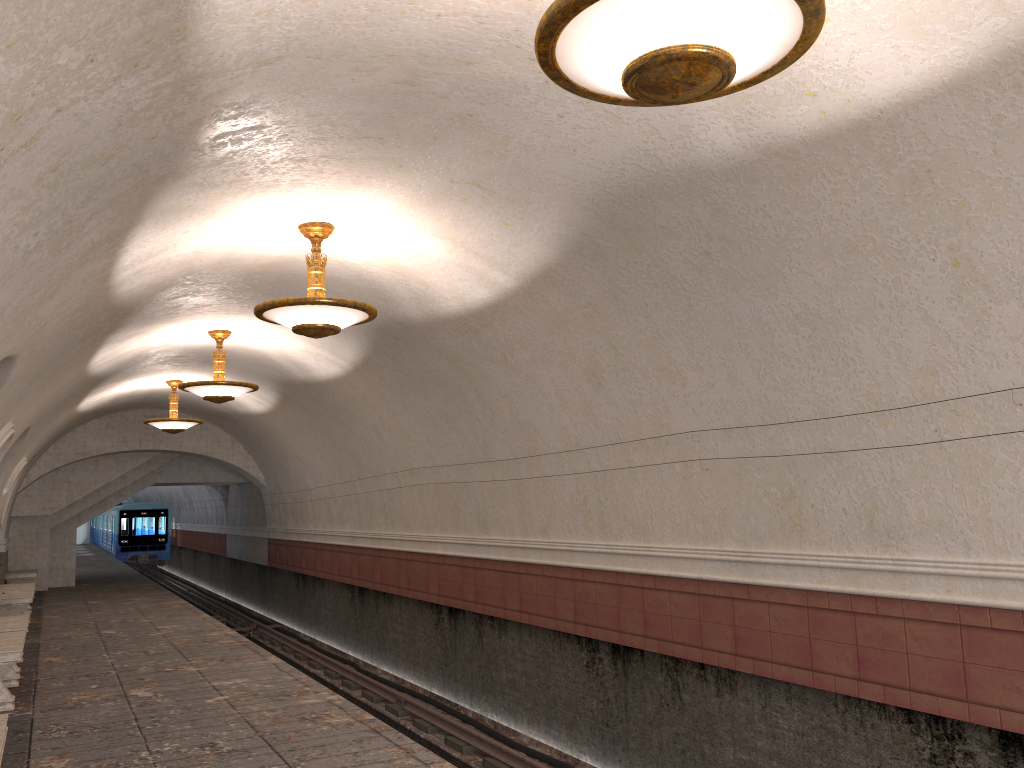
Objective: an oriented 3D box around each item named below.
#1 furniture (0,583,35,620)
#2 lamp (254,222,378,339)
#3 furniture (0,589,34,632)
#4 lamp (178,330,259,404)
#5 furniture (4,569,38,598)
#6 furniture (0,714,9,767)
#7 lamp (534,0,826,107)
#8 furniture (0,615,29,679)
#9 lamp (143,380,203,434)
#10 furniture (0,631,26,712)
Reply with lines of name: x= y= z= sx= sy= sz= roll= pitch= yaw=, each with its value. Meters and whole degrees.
furniture: x=-8.399 y=3.675 z=14.951 sx=0.613 sy=0.508 sz=1.509 roll=2 pitch=-9 yaw=-27
lamp: x=-1.640 y=-0.849 z=7.435 sx=1.008 sy=0.955 sz=1.008 roll=0 pitch=-8 yaw=-12
furniture: x=-7.628 y=3.453 z=13.473 sx=0.613 sy=0.508 sz=1.509 roll=2 pitch=-9 yaw=-27
lamp: x=-3.855 y=-0.212 z=11.678 sx=1.008 sy=0.955 sz=1.008 roll=0 pitch=-8 yaw=-12
furniture: x=-10.519 y=4.284 z=19.012 sx=0.613 sy=0.508 sz=1.509 roll=2 pitch=-9 yaw=-27
furniture: x=-2.902 y=2.093 z=4.421 sx=0.613 sy=0.508 sz=1.509 roll=2 pitch=-9 yaw=-27
lamp: x=0.576 y=-1.486 z=3.191 sx=1.008 sy=0.955 sz=1.008 roll=5 pitch=-10 yaw=-43
furniture: x=-5.664 y=2.888 z=9.712 sx=0.613 sy=0.508 sz=1.509 roll=2 pitch=-9 yaw=-27
lamp: x=-6.071 y=0.425 z=15.922 sx=1.008 sy=0.955 sz=1.008 roll=-4 pitch=-8 yaw=18
furniture: x=-4.893 y=2.666 z=8.234 sx=0.613 sy=0.508 sz=1.509 roll=2 pitch=-9 yaw=-27
